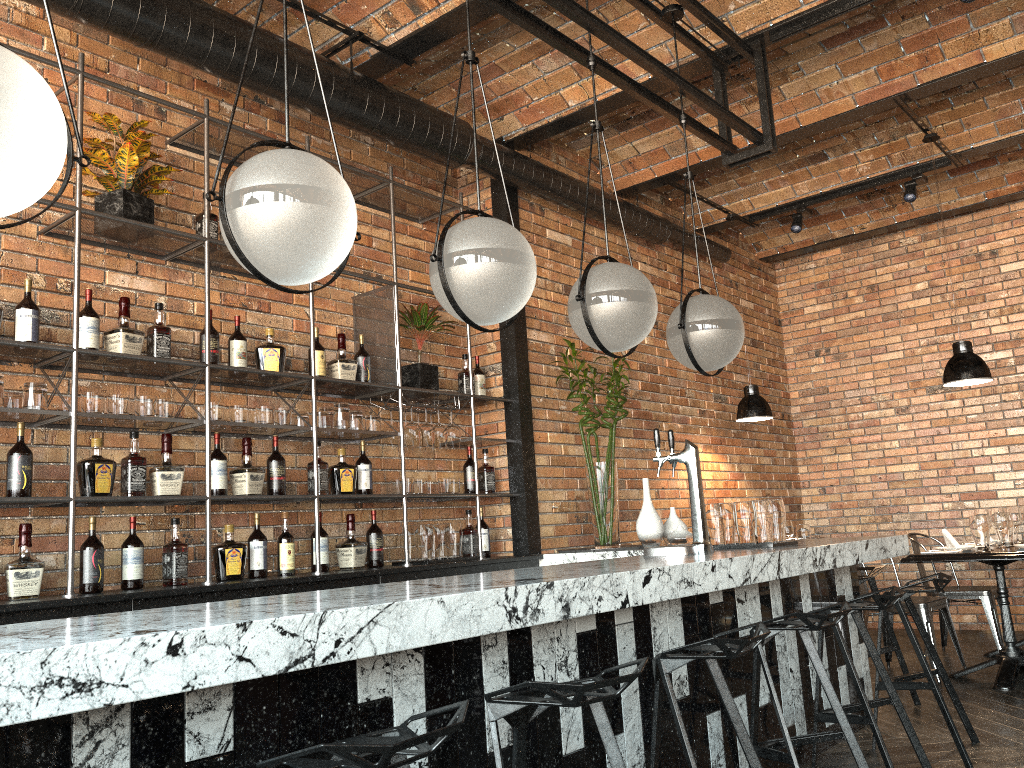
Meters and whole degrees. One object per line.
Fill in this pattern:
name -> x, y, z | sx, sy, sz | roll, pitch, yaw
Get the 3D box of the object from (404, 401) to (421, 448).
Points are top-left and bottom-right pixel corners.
object -> -0.542, 0.220, 4.821 | 0.092, 0.244, 0.092 | -2, -10, -11

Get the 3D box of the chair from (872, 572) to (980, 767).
chair -> 1.736, 1.210, 3.849 | 0.414, 0.737, 0.475 | -9, -11, 29

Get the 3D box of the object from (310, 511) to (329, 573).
object -> -0.944, 0.774, 4.354 | 0.086, 0.298, 0.086 | -3, -10, -2

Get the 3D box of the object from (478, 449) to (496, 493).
object -> -0.155, 0.534, 5.360 | 0.083, 0.282, 0.083 | 4, -13, -40

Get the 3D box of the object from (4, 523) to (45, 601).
object -> -1.811, 0.659, 3.295 | 0.123, 0.279, 0.123 | 4, -12, -36

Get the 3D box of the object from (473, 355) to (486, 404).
object -> -0.208, -0.032, 5.478 | 0.086, 0.298, 0.086 | -4, -10, 3

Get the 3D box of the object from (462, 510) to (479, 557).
object -> -0.246, 0.876, 5.165 | 0.083, 0.282, 0.083 | -8, -11, 24

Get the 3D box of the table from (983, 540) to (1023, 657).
table -> 3.508, 1.445, 5.950 | 0.872, 0.758, 0.872 | -11, -12, 39

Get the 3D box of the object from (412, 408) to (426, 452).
object -> -0.534, 0.264, 5.084 | 0.092, 0.244, 0.092 | -2, -10, -11

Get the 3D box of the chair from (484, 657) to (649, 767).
chair -> 0.097, 0.984, 1.913 | 0.475, 0.737, 0.414 | 5, -13, -40

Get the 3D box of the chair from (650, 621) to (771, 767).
chair -> 0.509, 1.041, 2.400 | 0.414, 0.737, 0.475 | -10, -12, 34

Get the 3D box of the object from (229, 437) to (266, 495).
object -> -1.219, 0.386, 4.082 | 0.123, 0.279, 0.123 | -9, -11, 28

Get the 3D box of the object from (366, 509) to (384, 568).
object -> -0.716, 0.803, 4.618 | 0.086, 0.299, 0.086 | -3, -10, -2

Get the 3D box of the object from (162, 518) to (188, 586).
object -> -1.430, 0.713, 3.766 | 0.083, 0.282, 0.083 | -8, -11, 24

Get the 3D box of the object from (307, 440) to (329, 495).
object -> -0.964, 0.422, 4.404 | 0.083, 0.282, 0.083 | -8, -11, 24

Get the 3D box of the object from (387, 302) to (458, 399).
object -> -0.501, -0.214, 5.068 | 0.398, 0.560, 0.374 | -6, -10, 12

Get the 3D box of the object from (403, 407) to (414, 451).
object -> -0.597, 0.256, 5.009 | 0.092, 0.244, 0.092 | -2, -10, -11

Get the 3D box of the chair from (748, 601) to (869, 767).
chair -> 0.908, 1.096, 2.871 | 0.475, 0.737, 0.414 | 6, -14, -45

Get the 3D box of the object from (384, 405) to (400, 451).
object -> -0.668, 0.246, 4.925 | 0.092, 0.244, 0.092 | -2, -10, -11

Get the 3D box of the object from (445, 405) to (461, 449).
object -> -0.341, 0.248, 5.059 | 0.092, 0.244, 0.092 | -2, -10, -11

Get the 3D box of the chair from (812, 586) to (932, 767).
chair -> 1.284, 1.147, 3.315 | 0.414, 0.737, 0.475 | -10, -12, 34

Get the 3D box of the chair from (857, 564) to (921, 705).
chair -> 1.844, 1.363, 4.794 | 0.414, 0.737, 0.475 | 6, -14, -45

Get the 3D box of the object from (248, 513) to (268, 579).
object -> -1.174, 0.745, 4.091 | 0.086, 0.298, 0.086 | -3, -10, -2

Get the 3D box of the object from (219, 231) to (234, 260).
object -> -1.324, -0.740, 4.256 | 0.123, 0.279, 0.123 | -13, -13, 42

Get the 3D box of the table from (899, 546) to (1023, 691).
table -> 2.940, 1.367, 5.279 | 0.872, 0.758, 0.872 | -11, -12, 39

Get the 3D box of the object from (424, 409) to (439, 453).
object -> -0.467, 0.274, 5.163 | 0.092, 0.244, 0.092 | -2, -10, -11

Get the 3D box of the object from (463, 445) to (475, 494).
object -> -0.246, 0.514, 5.260 | 0.086, 0.299, 0.086 | -3, -10, -2

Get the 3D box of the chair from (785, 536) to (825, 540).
chair -> 2.313, 1.663, 7.088 | 0.504, 0.857, 0.558 | -10, -12, 34

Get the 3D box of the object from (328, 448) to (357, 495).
object -> -0.864, 0.454, 4.517 | 0.151, 0.248, 0.094 | 5, -13, -41

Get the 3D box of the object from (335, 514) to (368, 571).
object -> -0.811, 0.797, 4.476 | 0.123, 0.279, 0.123 | -9, -11, 28

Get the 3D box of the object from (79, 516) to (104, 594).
object -> -1.646, 0.669, 3.475 | 0.086, 0.297, 0.086 | -1, -10, -16

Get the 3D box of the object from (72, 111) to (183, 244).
object -> -1.710, -0.905, 3.883 | 0.430, 0.526, 0.425 | -12, -13, 41

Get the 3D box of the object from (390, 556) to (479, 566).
object -> -0.416, 0.967, 4.849 | 0.273, 0.019, 0.437 | -11, -12, 39

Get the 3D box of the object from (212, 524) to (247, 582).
object -> -1.261, 0.753, 3.961 | 0.151, 0.248, 0.094 | 5, -13, -41

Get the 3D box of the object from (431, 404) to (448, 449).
object -> -0.408, 0.239, 4.980 | 0.092, 0.244, 0.092 | -2, -10, -11

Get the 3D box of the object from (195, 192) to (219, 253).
object -> -1.424, -0.757, 4.137 | 0.083, 0.282, 0.083 | -11, -12, 39

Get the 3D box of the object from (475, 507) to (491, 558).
object -> -0.176, 0.882, 5.270 | 0.086, 0.298, 0.086 | -3, -10, -2

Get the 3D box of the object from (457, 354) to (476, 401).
object -> -0.277, -0.040, 5.353 | 0.083, 0.282, 0.083 | 3, -12, -35

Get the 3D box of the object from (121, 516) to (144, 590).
object -> -1.554, 0.690, 3.633 | 0.086, 0.298, 0.086 | -3, -10, -2

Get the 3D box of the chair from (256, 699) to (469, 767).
chair -> -0.277, 0.933, 1.471 | 0.414, 0.737, 0.475 | -10, -12, 34

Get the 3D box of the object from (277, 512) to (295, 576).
object -> -1.070, 0.756, 4.193 | 0.080, 0.299, 0.080 | -12, -13, 41

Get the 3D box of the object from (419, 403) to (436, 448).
object -> -0.472, 0.230, 4.905 | 0.092, 0.244, 0.092 | -2, -10, -11
